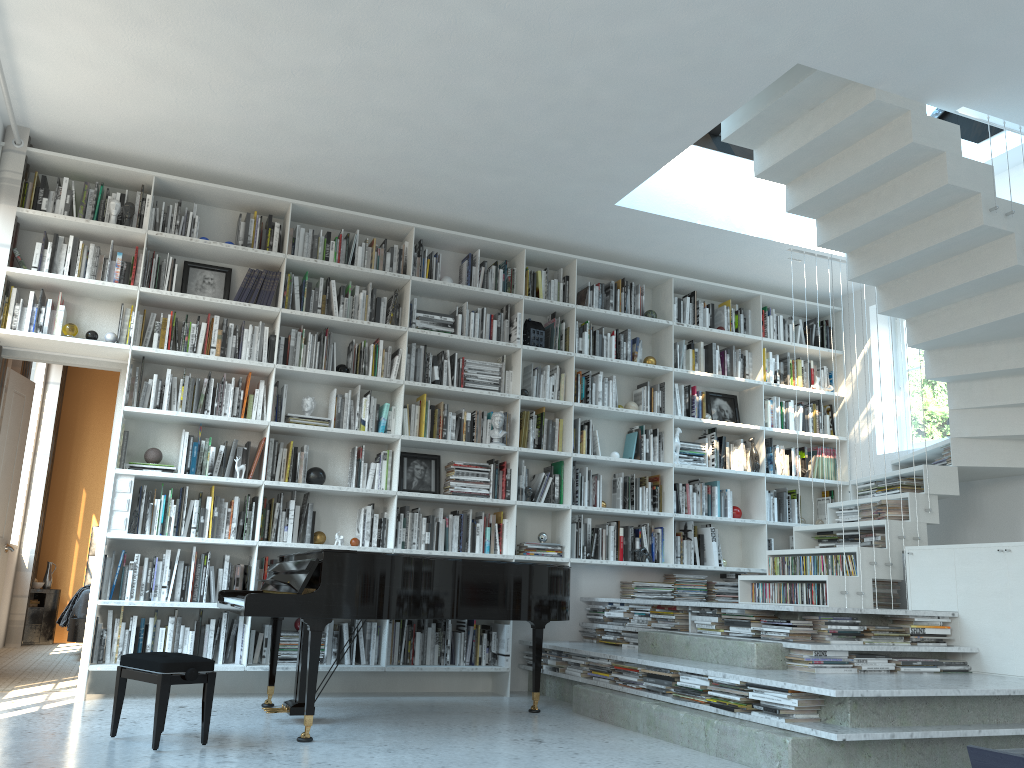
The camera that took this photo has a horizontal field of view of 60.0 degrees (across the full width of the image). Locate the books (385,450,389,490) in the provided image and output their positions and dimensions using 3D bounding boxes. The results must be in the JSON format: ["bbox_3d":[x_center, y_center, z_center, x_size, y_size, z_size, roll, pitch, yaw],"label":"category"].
[{"bbox_3d":[-0.856,0.590,5.920,0.011,0.278,0.188,7,-14,-22],"label":"books"}]

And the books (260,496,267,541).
[{"bbox_3d":[-1.569,0.853,5.570,0.013,0.282,0.147,7,-14,-22],"label":"books"}]

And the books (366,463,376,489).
[{"bbox_3d":[-0.951,0.623,5.882,0.057,0.188,0.156,7,-14,-22],"label":"books"}]

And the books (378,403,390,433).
[{"bbox_3d":[-0.881,0.253,5.982,0.060,0.227,0.179,7,-14,-22],"label":"books"}]

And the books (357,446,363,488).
[{"bbox_3d":[-1.023,0.566,5.875,0.011,0.291,0.156,7,-14,-22],"label":"books"}]

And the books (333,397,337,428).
[{"bbox_3d":[-1.190,0.214,5.875,0.010,0.231,0.155,7,-14,-22],"label":"books"}]

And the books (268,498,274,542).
[{"bbox_3d":[-1.526,0.861,5.574,0.012,0.272,0.181,7,-14,-22],"label":"books"}]

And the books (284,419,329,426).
[{"bbox_3d":[-1.343,0.263,5.789,0.254,0.012,0.161,9,-15,-27],"label":"books"}]

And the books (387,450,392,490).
[{"bbox_3d":[-0.843,0.591,5.928,0.021,0.281,0.162,7,-14,-22],"label":"books"}]

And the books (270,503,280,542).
[{"bbox_3d":[-1.505,0.878,5.589,0.042,0.247,0.163,7,-14,-22],"label":"books"}]

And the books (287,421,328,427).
[{"bbox_3d":[-1.344,0.275,5.788,0.254,0.012,0.161,9,-15,-26],"label":"books"}]

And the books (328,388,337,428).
[{"bbox_3d":[-1.194,0.184,5.865,0.012,0.284,0.160,7,-14,-22],"label":"books"}]

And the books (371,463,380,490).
[{"bbox_3d":[-0.915,0.629,5.901,0.024,0.187,0.172,7,-14,-22],"label":"books"}]

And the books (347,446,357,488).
[{"bbox_3d":[-1.055,0.563,5.855,0.012,0.284,0.160,7,-14,-22],"label":"books"}]

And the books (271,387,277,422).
[{"bbox_3d":[-1.552,0.152,5.728,0.024,0.256,0.134,7,-14,-22],"label":"books"}]

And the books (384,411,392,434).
[{"bbox_3d":[-0.849,0.284,6.009,0.027,0.180,0.142,7,-14,-22],"label":"books"}]

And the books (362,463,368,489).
[{"bbox_3d":[-0.997,0.624,5.879,0.030,0.182,0.154,7,-14,-22],"label":"books"}]

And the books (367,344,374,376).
[{"bbox_3d":[-0.975,-0.132,6.007,0.013,0.243,0.189,7,-14,-22],"label":"books"}]

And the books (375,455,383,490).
[{"bbox_3d":[-0.894,0.602,5.904,0.012,0.244,0.171,7,-14,-22],"label":"books"}]

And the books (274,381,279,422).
[{"bbox_3d":[-1.542,0.138,5.755,0.011,0.297,0.136,7,-14,-22],"label":"books"}]

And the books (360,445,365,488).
[{"bbox_3d":[-1.011,0.564,5.877,0.012,0.297,0.166,7,-14,-22],"label":"books"}]

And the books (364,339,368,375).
[{"bbox_3d":[-1.008,-0.149,6.034,0.033,0.287,0.155,7,-14,-22],"label":"books"}]

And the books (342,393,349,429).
[{"bbox_3d":[-1.123,0.204,5.900,0.022,0.266,0.151,7,-14,-22],"label":"books"}]

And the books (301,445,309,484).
[{"bbox_3d":[-1.352,0.535,5.740,0.028,0.265,0.145,7,-14,-22],"label":"books"}]

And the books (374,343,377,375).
[{"bbox_3d":[-0.950,-0.133,6.044,0.004,0.265,0.142,7,-14,-22],"label":"books"}]

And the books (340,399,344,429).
[{"bbox_3d":[-1.151,0.224,5.901,0.024,0.226,0.138,7,-14,-22],"label":"books"}]

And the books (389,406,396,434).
[{"bbox_3d":[-0.824,0.271,6.025,0.026,0.216,0.126,7,-14,-22],"label":"books"}]

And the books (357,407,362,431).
[{"bbox_3d":[-1.042,0.256,5.936,0.025,0.189,0.140,7,-14,-22],"label":"books"}]

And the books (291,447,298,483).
[{"bbox_3d":[-1.417,0.537,5.722,0.028,0.247,0.143,7,-14,-22],"label":"books"}]

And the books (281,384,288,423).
[{"bbox_3d":[-1.490,0.151,5.757,0.021,0.277,0.137,7,-14,-22],"label":"books"}]

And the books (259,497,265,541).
[{"bbox_3d":[-1.585,0.857,5.573,0.013,0.275,0.147,7,-14,-22],"label":"books"}]

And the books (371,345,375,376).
[{"bbox_3d":[-0.960,-0.129,6.039,0.017,0.252,0.140,7,-14,-22],"label":"books"}]

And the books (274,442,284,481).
[{"bbox_3d":[-1.500,0.514,5.669,0.036,0.262,0.167,7,-14,-22],"label":"books"}]

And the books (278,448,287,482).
[{"bbox_3d":[-1.474,0.536,5.680,0.025,0.227,0.153,7,-14,-22],"label":"books"}]

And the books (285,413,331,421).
[{"bbox_3d":[-1.342,0.228,5.799,0.285,0.012,0.160,9,-15,-26],"label":"books"}]

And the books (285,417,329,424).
[{"bbox_3d":[-1.344,0.251,5.796,0.254,0.012,0.161,8,-15,-25],"label":"books"}]

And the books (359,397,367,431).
[{"bbox_3d":[-1.009,0.227,5.935,0.028,0.246,0.170,7,-14,-22],"label":"books"}]

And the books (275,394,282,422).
[{"bbox_3d":[-1.519,0.182,5.744,0.034,0.209,0.136,7,-14,-22],"label":"books"}]

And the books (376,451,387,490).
[{"bbox_3d":[-0.878,0.594,5.920,0.027,0.269,0.178,7,-14,-22],"label":"books"}]

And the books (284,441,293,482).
[{"bbox_3d":[-1.441,0.512,5.676,0.026,0.273,0.190,7,-14,-22],"label":"books"}]

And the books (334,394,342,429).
[{"bbox_3d":[-1.164,0.205,5.867,0.030,0.246,0.174,7,-14,-22],"label":"books"}]

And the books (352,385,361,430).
[{"bbox_3d":[-1.050,0.182,5.932,0.010,0.328,0.173,7,-14,-22],"label":"books"}]

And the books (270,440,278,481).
[{"bbox_3d":[-1.531,0.506,5.666,0.026,0.274,0.154,7,-14,-22],"label":"books"}]

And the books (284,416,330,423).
[{"bbox_3d":[-1.345,0.240,5.800,0.285,0.012,0.160,7,-14,-20],"label":"books"}]

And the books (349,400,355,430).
[{"bbox_3d":[-1.082,0.231,5.917,0.048,0.224,0.149,7,-14,-22],"label":"books"}]

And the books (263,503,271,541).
[{"bbox_3d":[-1.549,0.876,5.570,0.030,0.238,0.157,7,-14,-22],"label":"books"}]

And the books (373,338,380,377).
[{"bbox_3d":[-0.938,-0.151,6.049,0.006,0.303,0.166,7,-14,-22],"label":"books"}]

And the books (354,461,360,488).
[{"bbox_3d":[-1.037,0.613,5.847,0.025,0.185,0.154,7,-14,-22],"label":"books"}]

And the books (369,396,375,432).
[{"bbox_3d":[-0.964,0.227,5.954,0.023,0.259,0.170,7,-14,-22],"label":"books"}]

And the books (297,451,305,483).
[{"bbox_3d":[-1.373,0.553,5.711,0.028,0.215,0.175,7,-14,-22],"label":"books"}]

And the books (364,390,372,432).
[{"bbox_3d":[-0.979,0.204,5.952,0.011,0.300,0.179,7,-14,-22],"label":"books"}]

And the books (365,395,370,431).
[{"bbox_3d":[-0.987,0.218,5.936,0.012,0.265,0.193,7,-14,-22],"label":"books"}]

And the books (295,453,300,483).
[{"bbox_3d":[-1.393,0.555,5.706,0.011,0.207,0.180,7,-14,-22],"label":"books"}]

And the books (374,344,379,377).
[{"bbox_3d":[-0.943,-0.128,6.039,0.006,0.252,0.180,7,-14,-22],"label":"books"}]

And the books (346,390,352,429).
[{"bbox_3d":[-1.102,0.195,5.898,0.012,0.285,0.167,7,-14,-22],"label":"books"}]

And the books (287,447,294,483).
[{"bbox_3d":[-1.431,0.533,5.699,0.014,0.243,0.153,7,-14,-22],"label":"books"}]

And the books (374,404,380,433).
[{"bbox_3d":[-0.930,0.256,5.986,0.026,0.218,0.150,7,-14,-22],"label":"books"}]

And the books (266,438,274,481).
[{"bbox_3d":[-1.552,0.497,5.653,0.025,0.284,0.145,7,-14,-22],"label":"books"}]

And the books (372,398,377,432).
[{"bbox_3d":[-0.951,0.235,5.981,0.022,0.255,0.152,7,-14,-22],"label":"books"}]
